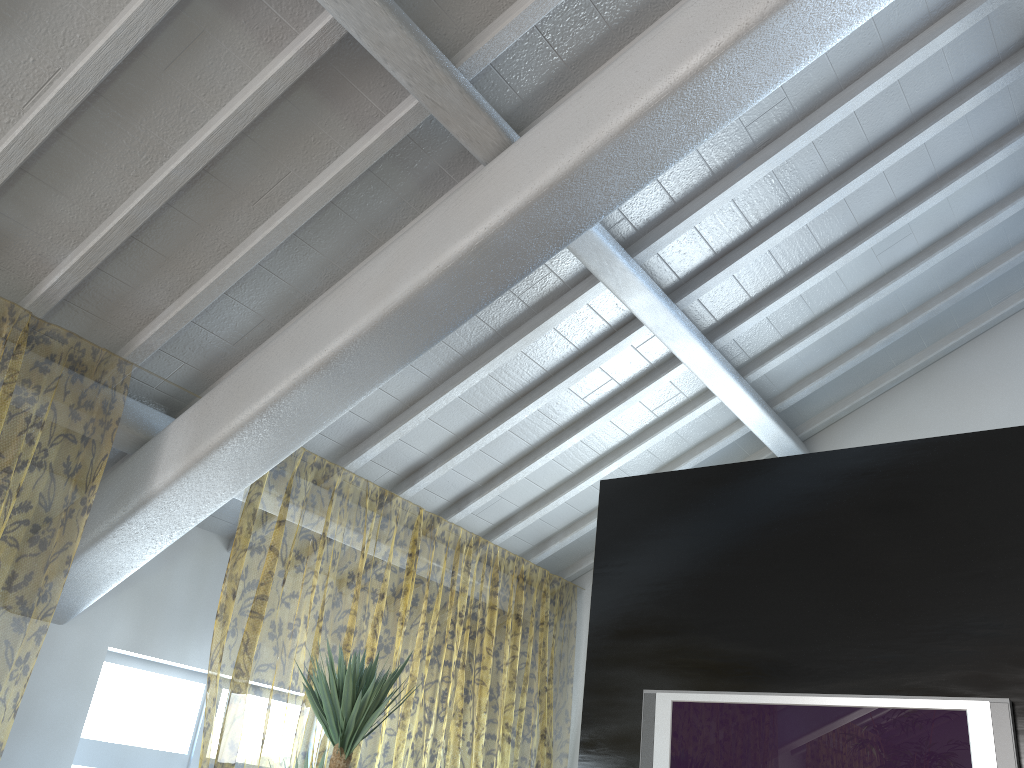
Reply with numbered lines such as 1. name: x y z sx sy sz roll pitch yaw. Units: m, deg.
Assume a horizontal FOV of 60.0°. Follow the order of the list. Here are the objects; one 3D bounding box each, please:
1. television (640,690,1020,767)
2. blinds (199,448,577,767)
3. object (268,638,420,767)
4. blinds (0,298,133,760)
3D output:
1. television: 1.055 1.433 3.140 1.336 0.639 0.044 -12 -32 34
2. blinds: -0.512 1.923 4.477 0.306 2.546 2.780 -12 -32 35
3. object: -0.640 1.612 2.731 0.564 1.586 0.588 15 -27 -16
4. blinds: -2.688 0.331 1.843 0.306 2.546 3.505 -12 -32 34
